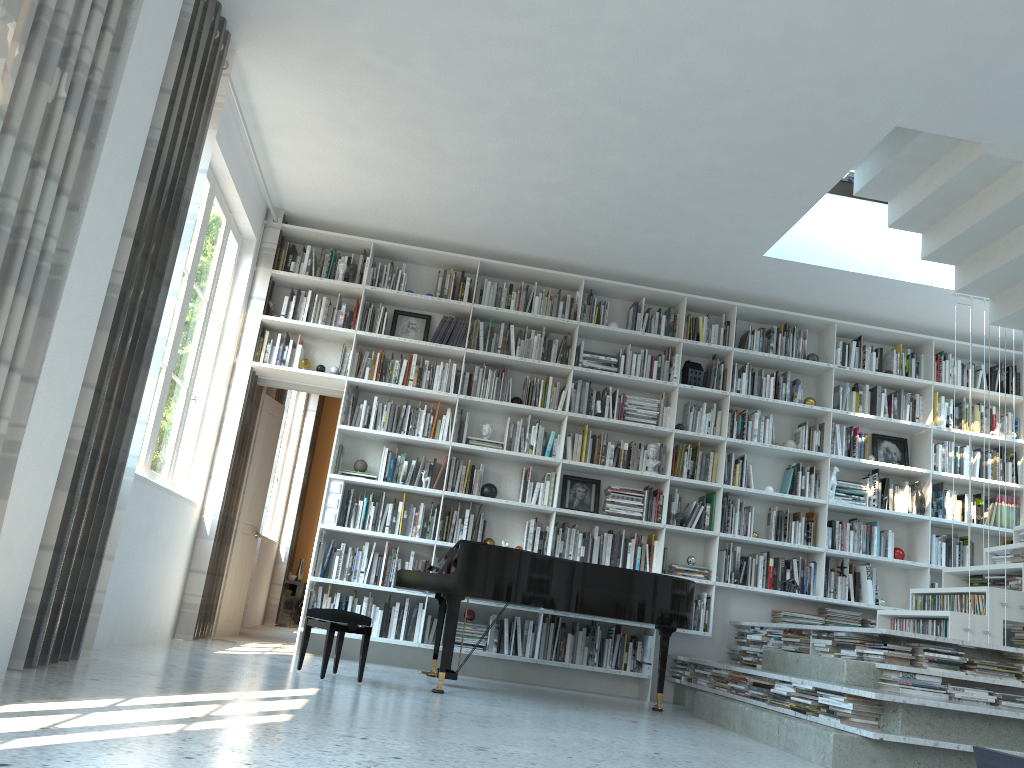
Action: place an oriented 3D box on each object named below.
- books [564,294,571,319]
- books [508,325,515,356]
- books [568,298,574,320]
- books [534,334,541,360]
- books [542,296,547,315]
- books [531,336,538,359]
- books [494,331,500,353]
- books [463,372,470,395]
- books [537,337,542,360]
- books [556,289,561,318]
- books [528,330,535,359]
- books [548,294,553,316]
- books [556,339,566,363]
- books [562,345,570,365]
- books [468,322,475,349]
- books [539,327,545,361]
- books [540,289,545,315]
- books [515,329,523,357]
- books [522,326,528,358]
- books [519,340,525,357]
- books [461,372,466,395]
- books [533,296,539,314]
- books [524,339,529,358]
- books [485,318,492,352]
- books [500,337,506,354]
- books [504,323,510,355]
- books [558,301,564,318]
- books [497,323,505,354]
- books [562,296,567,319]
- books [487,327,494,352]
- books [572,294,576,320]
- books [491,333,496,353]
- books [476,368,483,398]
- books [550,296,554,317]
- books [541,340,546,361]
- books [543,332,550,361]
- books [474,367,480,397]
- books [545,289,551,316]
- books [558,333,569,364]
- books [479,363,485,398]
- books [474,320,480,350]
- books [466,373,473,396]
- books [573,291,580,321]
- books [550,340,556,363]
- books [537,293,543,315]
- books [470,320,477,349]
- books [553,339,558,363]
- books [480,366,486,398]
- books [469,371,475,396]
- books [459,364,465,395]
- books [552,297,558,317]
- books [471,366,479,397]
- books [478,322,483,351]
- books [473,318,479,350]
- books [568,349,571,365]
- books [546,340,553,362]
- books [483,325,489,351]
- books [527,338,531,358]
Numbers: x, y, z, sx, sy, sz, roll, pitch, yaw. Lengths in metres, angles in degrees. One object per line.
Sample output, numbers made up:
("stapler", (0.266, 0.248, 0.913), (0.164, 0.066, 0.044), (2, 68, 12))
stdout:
("books", (0.433, -0.576, 7.169), (0.029, 0.260, 0.152), (9, -14, -5))
("books", (-0.003, -0.304, 7.030), (0.075, 0.285, 0.179), (9, -14, -5))
("books", (0.460, -0.559, 7.147), (0.026, 0.224, 0.172), (9, -14, -5))
("books", (0.189, -0.257, 7.059), (0.028, 0.260, 0.136), (9, -14, -5))
("books", (0.248, -0.581, 7.153), (0.029, 0.213, 0.142), (9, -14, -5))
("books", (0.165, -0.249, 7.035), (0.021, 0.225, 0.192), (9, -14, -5))
("books", (-0.129, -0.290, 7.020), (0.029, 0.218, 0.158), (9, -14, -5))
("books", (-0.366, 0.033, 6.936), (0.029, 0.224, 0.137), (9, -14, -5))
("books", (0.208, -0.240, 7.053), (0.013, 0.230, 0.142), (9, -14, -5))
("books", (0.360, -0.603, 7.153), (0.013, 0.284, 0.160), (9, -14, -5))
("books", (0.143, -0.276, 7.063), (0.026, 0.285, 0.138), (9, -14, -5))
("books", (0.291, -0.587, 7.139), (0.021, 0.228, 0.161), (9, -14, -5))
("books", (0.375, -0.231, 7.064), (0.055, 0.263, 0.167), (9, -14, -5))
("books", (0.426, -0.191, 7.086), (0.028, 0.211, 0.135), (9, -14, -5))
("books", (-0.328, -0.343, 6.996), (0.023, 0.255, 0.175), (9, -14, -5))
("books", (0.226, -0.280, 7.055), (0.011, 0.312, 0.184), (9, -14, -5))
("books", (0.232, -0.613, 7.150), (0.014, 0.268, 0.156), (9, -14, -5))
("books", (0.044, -0.283, 7.047), (0.027, 0.264, 0.169), (9, -14, -5))
("books", (0.094, -0.297, 7.050), (0.012, 0.307, 0.145), (9, -14, -5))
("books", (0.065, -0.239, 7.032), (0.028, 0.179, 0.168), (9, -14, -5))
("books", (-0.386, 0.032, 6.908), (0.015, 0.207, 0.186), (9, -14, -5))
("books", (0.180, -0.585, 7.127), (0.031, 0.189, 0.182), (9, -14, -5))
("books", (0.102, -0.242, 7.064), (0.024, 0.211, 0.128), (9, -14, -5))
("books", (-0.195, -0.350, 7.017), (0.012, 0.314, 0.172), (9, -14, -5))
("books", (-0.079, -0.260, 7.029), (0.034, 0.180, 0.160), (9, -14, -5))
("books", (-0.048, -0.319, 7.055), (0.013, 0.314, 0.135), (9, -14, -5))
("books", (0.375, -0.553, 7.137), (0.031, 0.184, 0.177), (9, -14, -5))
("books", (-0.098, -0.322, 7.031), (0.023, 0.292, 0.156), (9, -14, -5))
("books", (0.405, -0.571, 7.156), (0.026, 0.236, 0.149), (9, -14, -5))
("books", (-0.179, -0.311, 7.012), (0.031, 0.241, 0.182), (9, -14, -5))
("books", (0.482, -0.574, 7.161), (0.014, 0.266, 0.172), (9, -14, -5))
("books", (-0.157, -0.284, 7.022), (0.024, 0.201, 0.154), (9, -14, -5))
("books", (-0.263, 0.026, 6.926), (0.024, 0.261, 0.178), (9, -14, -5))
("books", (0.307, -0.577, 7.125), (0.013, 0.206, 0.178), (9, -14, -5))
("books", (0.235, -0.224, 7.064), (0.024, 0.213, 0.150), (9, -14, -5))
("books", (0.262, -0.257, 7.077), (0.022, 0.289, 0.147), (9, -14, -5))
("books", (-0.279, 0.016, 6.925), (0.012, 0.275, 0.157), (9, -14, -5))
("books", (0.276, -0.610, 7.135), (0.014, 0.265, 0.192), (9, -14, -5))
("books", (0.393, -0.247, 7.070), (0.058, 0.301, 0.175), (9, -14, -5))
("books", (-0.244, 0.005, 6.946), (0.011, 0.316, 0.155), (9, -14, -5))
("books", (-0.285, -0.348, 7.016), (0.010, 0.286, 0.148), (9, -14, -5))
("books", (-0.340, 0.040, 6.937), (0.024, 0.218, 0.140), (9, -14, -5))
("books", (0.503, -0.583, 7.161), (0.026, 0.287, 0.176), (9, -14, -5))
("books", (0.310, -0.220, 7.058), (0.022, 0.222, 0.161), (9, -14, -5))
("books", (0.210, -0.601, 7.143), (0.026, 0.235, 0.134), (9, -14, -5))
("books", (-0.310, -0.350, 7.015), (0.013, 0.282, 0.159), (9, -14, -5))
("books", (0.332, -0.220, 7.076), (0.025, 0.236, 0.153), (9, -14, -5))
("books", (-0.234, 0.018, 6.922), (0.010, 0.282, 0.184), (9, -14, -5))
("books", (-0.320, 0.030, 6.928), (0.012, 0.239, 0.134), (9, -14, -5))
("books", (-0.396, -0.003, 6.933), (0.012, 0.284, 0.160), (9, -14, -5))
("books", (0.327, -0.571, 7.124), (0.026, 0.199, 0.187), (9, -14, -5))
("books", (-0.298, 0.012, 6.927), (0.026, 0.278, 0.151), (9, -14, -5))
("books", (-0.249, -0.334, 7.024), (0.067, 0.273, 0.168), (9, -14, -5))
("books", (-0.298, -0.355, 7.039), (0.014, 0.308, 0.130), (9, -14, -5))
("books", (0.447, -0.177, 7.092), (0.019, 0.193, 0.098), (9, -14, -5))
("books", (0.285, -0.223, 7.051), (0.030, 0.217, 0.183), (9, -14, -5))
("books", (-0.211, -0.323, 7.018), (0.011, 0.259, 0.157), (9, -14, -5))
("books", (0.121, -0.244, 7.040), (0.010, 0.208, 0.174), (9, -14, -5))
